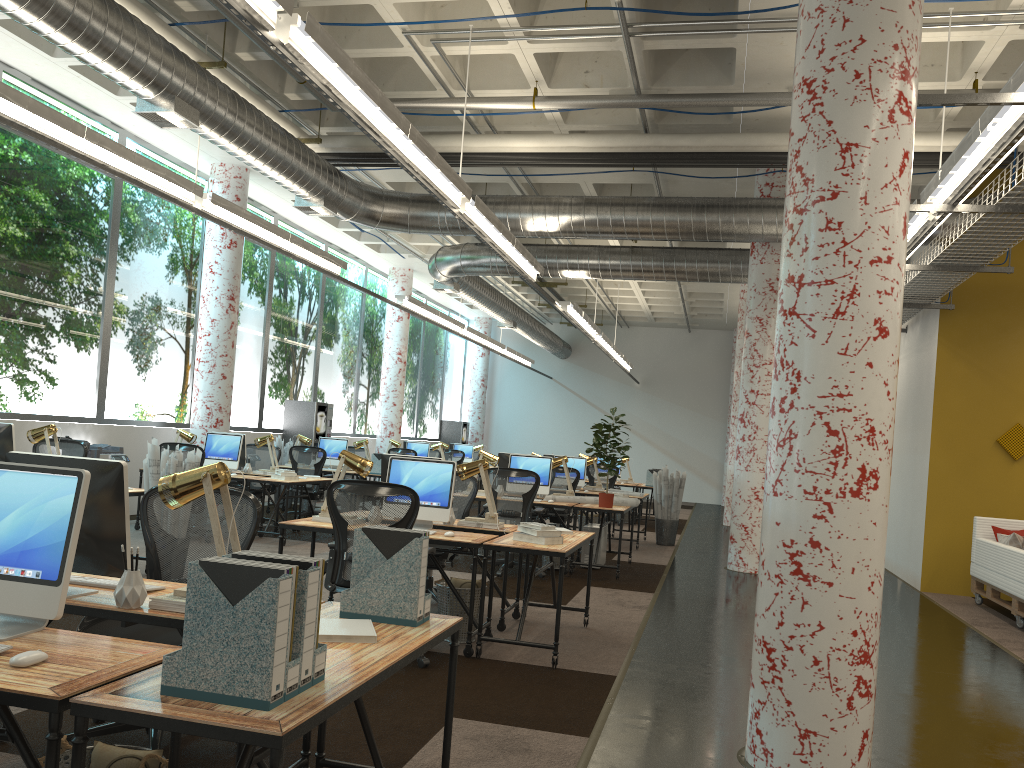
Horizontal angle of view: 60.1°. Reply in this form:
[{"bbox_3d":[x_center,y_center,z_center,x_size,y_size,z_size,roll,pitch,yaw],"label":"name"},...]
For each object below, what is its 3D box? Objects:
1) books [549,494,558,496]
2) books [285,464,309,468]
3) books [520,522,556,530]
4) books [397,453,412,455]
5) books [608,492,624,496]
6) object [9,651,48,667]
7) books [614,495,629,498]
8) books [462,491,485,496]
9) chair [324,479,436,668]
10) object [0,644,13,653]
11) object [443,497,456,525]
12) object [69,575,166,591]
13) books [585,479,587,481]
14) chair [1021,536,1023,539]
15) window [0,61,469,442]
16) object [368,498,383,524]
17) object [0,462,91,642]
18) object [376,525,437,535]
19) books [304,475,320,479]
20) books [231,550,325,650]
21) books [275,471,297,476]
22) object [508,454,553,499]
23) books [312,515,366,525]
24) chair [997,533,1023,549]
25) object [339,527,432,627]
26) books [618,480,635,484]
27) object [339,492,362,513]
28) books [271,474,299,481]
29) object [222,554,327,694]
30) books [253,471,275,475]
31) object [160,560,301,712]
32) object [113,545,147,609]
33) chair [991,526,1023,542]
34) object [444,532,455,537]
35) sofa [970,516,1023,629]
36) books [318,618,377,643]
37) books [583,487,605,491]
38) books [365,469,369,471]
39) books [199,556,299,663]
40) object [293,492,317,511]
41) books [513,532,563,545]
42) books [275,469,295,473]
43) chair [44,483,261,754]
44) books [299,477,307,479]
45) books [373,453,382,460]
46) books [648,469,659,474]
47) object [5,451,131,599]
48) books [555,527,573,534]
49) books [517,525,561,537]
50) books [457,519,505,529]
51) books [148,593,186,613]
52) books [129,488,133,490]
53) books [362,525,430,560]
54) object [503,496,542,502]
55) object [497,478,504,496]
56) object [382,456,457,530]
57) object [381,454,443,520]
[{"bbox_3d":[0.596,1.316,10.291,0.308,0.038,0.226,3,-4,13],"label":"books"},{"bbox_3d":[-3.338,1.266,13.749,0.308,0.038,0.226,3,-4,13],"label":"books"},{"bbox_3d":[0.169,0.940,5.864,0.185,0.030,0.153,1,-5,41],"label":"books"},{"bbox_3d":[-1.745,1.282,14.281,0.233,0.310,0.068,4,-1,13],"label":"books"},{"bbox_3d":[1.211,1.283,10.351,0.185,0.030,0.153,4,-4,11],"label":"books"},{"bbox_3d":[-1.222,0.693,2.245,0.059,0.029,0.106,3,-4,14],"label":"object"},{"bbox_3d":[1.213,1.315,10.366,0.257,0.044,0.193,2,-4,31],"label":"books"},{"bbox_3d":[-0.374,1.216,9.852,0.308,0.038,0.226,3,-4,13],"label":"books"},{"bbox_3d":[-0.845,1.128,5.465,0.770,1.085,0.793,4,-2,-3],"label":"chair"},{"bbox_3d":[-1.539,0.681,2.326,0.438,0.017,0.119,3,-4,13],"label":"object"},{"bbox_3d":[-0.462,0.934,6.525,0.101,0.209,0.101,5,-1,-32],"label":"object"},{"bbox_3d":[-1.525,0.746,3.322,0.438,0.017,0.119,3,-4,13],"label":"object"},{"bbox_3d":[1.254,1.801,16.773,0.308,0.038,0.226,3,-4,13],"label":"books"},{"bbox_3d":[5.331,1.729,8.854,0.517,0.392,0.358,5,-2,-18],"label":"chair"},{"bbox_3d":[-4.419,-1.129,14.170,0.050,3.757,26.268,4,-4,13],"label":"window"},{"bbox_3d":[-0.957,0.878,6.221,0.101,0.209,0.101,5,-1,-32],"label":"object"},{"bbox_3d":[-1.447,0.468,2.540,0.483,0.485,0.190,4,-1,13],"label":"object"},{"bbox_3d":[-0.724,0.968,5.874,0.438,0.017,0.119,3,-4,13],"label":"object"},{"bbox_3d":[-2.516,1.169,11.139,0.200,0.024,0.235,5,-4,-13],"label":"books"},{"bbox_3d":[-0.617,0.600,2.296,0.233,0.310,0.068,4,-1,13],"label":"books"},{"bbox_3d":[-2.661,1.052,10.427,0.193,0.044,0.257,6,-4,-29],"label":"books"},{"bbox_3d":[0.195,1.031,9.787,0.483,0.485,0.190,4,-1,13],"label":"object"},{"bbox_3d":[-1.201,0.940,6.153,0.308,0.038,0.226,3,-4,13],"label":"books"},{"bbox_3d":[4.977,1.665,8.673,0.334,0.437,0.547,4,-3,18],"label":"chair"},{"bbox_3d":[-0.433,0.671,3.099,0.280,0.302,0.150,4,-1,13],"label":"object"},{"bbox_3d":[2.225,1.901,17.212,0.308,0.038,0.226,3,-4,13],"label":"books"},{"bbox_3d":[-2.497,1.851,13.642,0.358,0.434,0.354,4,-2,10],"label":"object"},{"bbox_3d":[-2.669,1.097,10.400,0.271,0.050,0.201,1,-5,40],"label":"books"},{"bbox_3d":[-0.627,0.603,2.258,0.280,0.302,0.150,4,-1,13],"label":"object"},{"bbox_3d":[-3.070,1.119,11.145,0.308,0.038,0.226,3,-4,13],"label":"books"},{"bbox_3d":[-0.660,0.591,2.114,0.280,0.302,0.150,4,-1,13],"label":"object"},{"bbox_3d":[-1.278,0.647,2.977,0.101,0.209,0.101,5,-1,-32],"label":"object"},{"bbox_3d":[5.230,1.700,9.131,0.534,0.437,0.287,5,-2,-14],"label":"chair"},{"bbox_3d":[-0.406,0.980,5.793,0.059,0.029,0.106,3,-4,14],"label":"object"},{"bbox_3d":[5.573,1.825,7.887,2.016,0.930,2.862,4,-3,13],"label":"sofa"},{"bbox_3d":[-0.541,0.785,2.823,0.200,0.024,0.235,5,-4,-13],"label":"books"},{"bbox_3d":[1.234,1.581,13.358,0.308,0.038,0.226,3,-4,13],"label":"books"},{"bbox_3d":[-2.368,1.366,14.188,0.308,0.038,0.226,3,-4,13],"label":"books"},{"bbox_3d":[-0.650,0.588,2.152,0.233,0.310,0.068,4,-1,13],"label":"books"},{"bbox_3d":[-3.290,1.833,14.285,0.354,0.434,0.368,6,-2,-41],"label":"object"},{"bbox_3d":[0.170,1.018,5.846,0.271,0.050,0.201,1,-5,40],"label":"books"},{"bbox_3d":[-2.670,1.020,10.417,0.185,0.030,0.153,1,-5,41],"label":"books"},{"bbox_3d":[-1.433,0.973,3.727,0.770,1.085,0.793,4,-2,-3],"label":"chair"},{"bbox_3d":[-2.635,1.142,10.812,0.243,0.019,0.205,5,-4,-9],"label":"books"},{"bbox_3d":[-1.972,1.202,13.296,0.233,0.310,0.068,4,-1,13],"label":"books"},{"bbox_3d":[2.620,1.737,16.320,0.233,0.310,0.068,4,-1,13],"label":"books"},{"bbox_3d":[-1.583,0.494,3.114,0.483,0.485,0.190,4,-1,13],"label":"object"},{"bbox_3d":[0.324,1.090,6.585,0.200,0.024,0.235,5,-4,-13],"label":"books"},{"bbox_3d":[0.178,0.973,5.874,0.193,0.044,0.257,6,-4,-29],"label":"books"},{"bbox_3d":[-0.230,1.040,6.592,0.308,0.038,0.226,3,-4,13],"label":"books"},{"bbox_3d":[-1.046,0.753,3.044,0.308,0.038,0.226,3,-4,13],"label":"books"},{"bbox_3d":[-3.375,0.877,7.516,0.244,0.019,0.205,7,-5,-39],"label":"books"},{"bbox_3d":[-0.423,0.668,3.137,0.233,0.310,0.068,4,-1,13],"label":"books"},{"bbox_3d":[0.103,1.245,9.574,0.438,0.017,0.119,3,-4,13],"label":"object"},{"bbox_3d":[0.210,1.539,9.863,0.848,0.932,0.105,4,-1,8],"label":"object"},{"bbox_3d":[-0.631,0.755,6.088,0.483,0.485,0.190,4,-1,13],"label":"object"},{"bbox_3d":[-0.767,0.782,6.662,0.483,0.485,0.190,4,-1,13],"label":"object"}]
